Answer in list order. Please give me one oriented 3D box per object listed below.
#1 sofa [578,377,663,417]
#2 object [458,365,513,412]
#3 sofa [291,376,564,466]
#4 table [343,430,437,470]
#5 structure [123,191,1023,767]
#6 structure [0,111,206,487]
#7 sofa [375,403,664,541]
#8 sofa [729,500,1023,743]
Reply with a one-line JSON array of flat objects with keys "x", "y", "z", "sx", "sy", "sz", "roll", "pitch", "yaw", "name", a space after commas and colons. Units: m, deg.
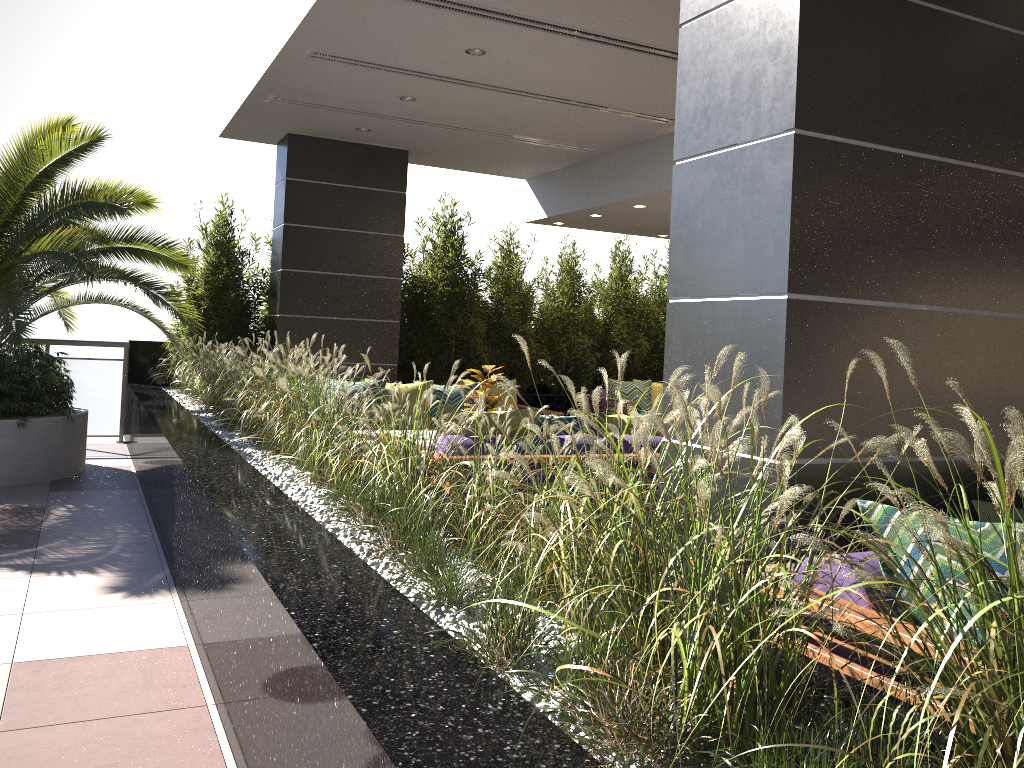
[{"x": 1.982, "y": 0.394, "z": 10.631, "sx": 2.123, "sy": 0.920, "sz": 1.121, "roll": 2, "pitch": 2, "yaw": -26, "name": "sofa"}, {"x": -0.194, "y": 0.125, "z": 6.417, "sx": 0.430, "sy": 0.527, "sz": 0.425, "roll": 3, "pitch": 1, "yaw": -9, "name": "object"}, {"x": -0.750, "y": 0.404, "z": 7.548, "sx": 2.123, "sy": 0.920, "sz": 1.121, "roll": 2, "pitch": 2, "yaw": -26, "name": "sofa"}, {"x": -0.217, "y": 0.664, "z": 6.409, "sx": 2.034, "sy": 0.554, "sz": 0.943, "roll": 2, "pitch": 2, "yaw": -26, "name": "table"}, {"x": 4.564, "y": -0.125, "z": 0.602, "sx": 7.808, "sy": 3.123, "sz": 24.759, "roll": 2, "pitch": 3, "yaw": -26, "name": "structure"}, {"x": -4.473, "y": -0.948, "z": 7.138, "sx": 3.754, "sy": 3.305, "sz": 3.798, "roll": 3, "pitch": 1, "yaw": 17, "name": "structure"}, {"x": 0.366, "y": 0.564, "z": 5.235, "sx": 2.123, "sy": 0.920, "sz": 1.121, "roll": 2, "pitch": 2, "yaw": -26, "name": "sofa"}, {"x": 1.771, "y": 0.767, "z": 2.323, "sx": 2.123, "sy": 0.920, "sz": 1.121, "roll": 2, "pitch": 2, "yaw": -26, "name": "sofa"}]
